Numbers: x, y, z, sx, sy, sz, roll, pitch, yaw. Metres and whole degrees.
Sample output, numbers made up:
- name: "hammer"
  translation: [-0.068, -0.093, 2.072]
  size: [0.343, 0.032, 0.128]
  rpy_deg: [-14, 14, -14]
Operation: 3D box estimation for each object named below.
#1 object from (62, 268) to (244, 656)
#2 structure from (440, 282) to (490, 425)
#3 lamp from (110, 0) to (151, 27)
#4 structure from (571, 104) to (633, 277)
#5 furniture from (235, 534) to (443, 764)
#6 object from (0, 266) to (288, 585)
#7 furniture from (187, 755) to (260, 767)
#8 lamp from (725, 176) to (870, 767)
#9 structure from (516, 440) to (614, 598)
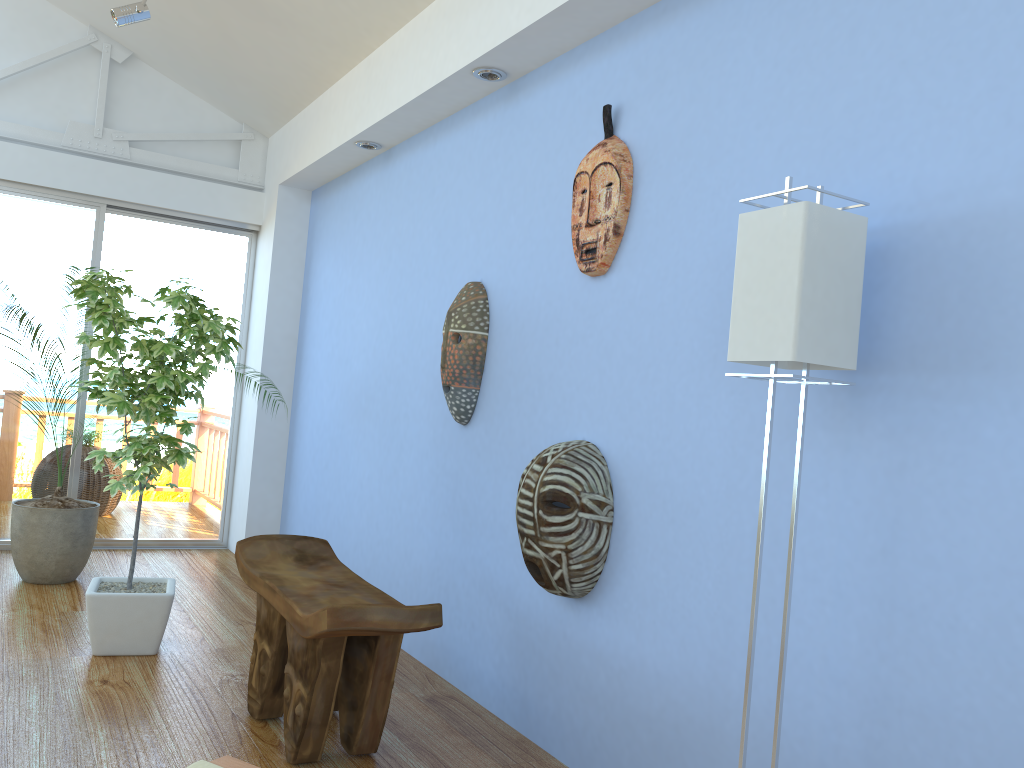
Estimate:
- name: "object"
  translation: [-1.364, 0.283, 3.292]
  size: [0.495, 1.409, 0.699]
  rpy_deg: [5, -2, 13]
- name: "structure"
  translation: [-0.204, -0.119, 3.292]
  size: [0.115, 0.541, 0.254]
  rpy_deg: [6, -2, -30]
- name: "lamp"
  translation: [-1.669, -1.756, 4.011]
  size: [0.254, 0.327, 0.118]
  rpy_deg: [5, -2, -12]
- name: "structure"
  translation: [0.254, -0.577, 2.639]
  size: [0.063, 0.508, 0.264]
  rpy_deg: [6, -2, -30]
- name: "furniture"
  translation: [-0.581, 0.787, 2.652]
  size: [0.329, 0.507, 1.100]
  rpy_deg: [6, -2, -30]
- name: "object"
  translation: [-2.050, 0.104, 4.236]
  size: [1.706, 1.695, 1.563]
  rpy_deg: [6, -2, -39]
- name: "furniture"
  translation: [-0.443, 0.797, 1.050]
  size: [0.449, 0.427, 0.619]
  rpy_deg: [4, -2, 30]
- name: "lamp"
  translation: [0.520, 0.352, 1.755]
  size: [0.200, 1.520, 0.200]
  rpy_deg: [6, -2, -30]
- name: "structure"
  translation: [0.113, 0.391, 2.586]
  size: [0.185, 0.466, 0.359]
  rpy_deg: [6, -2, -30]
